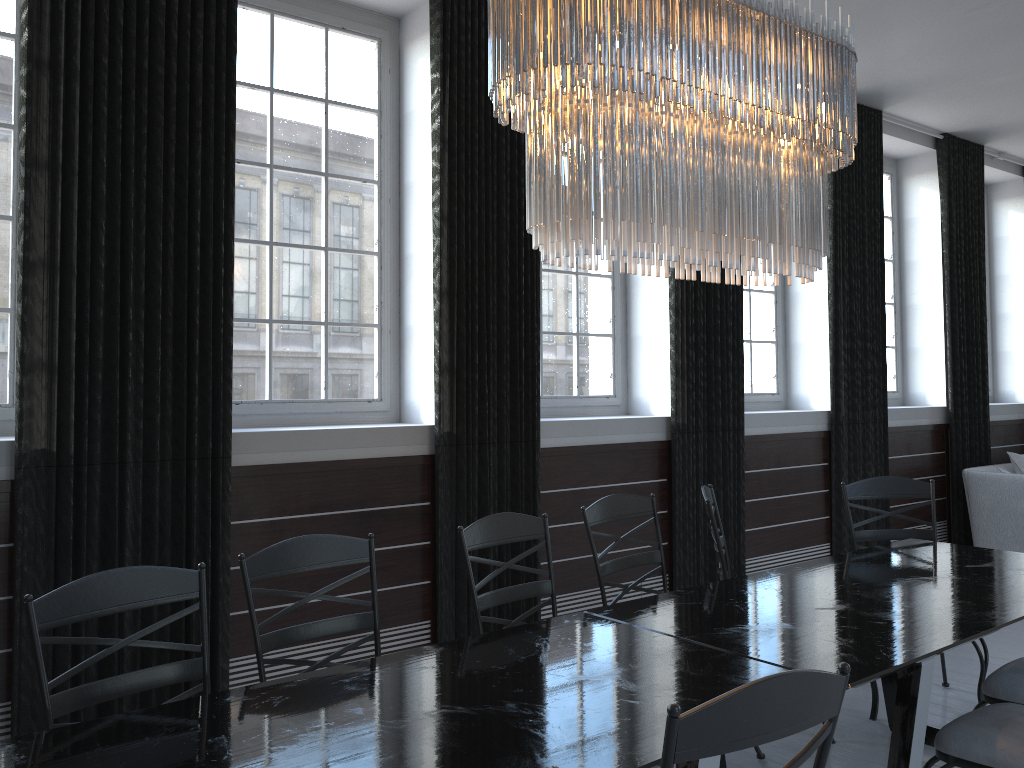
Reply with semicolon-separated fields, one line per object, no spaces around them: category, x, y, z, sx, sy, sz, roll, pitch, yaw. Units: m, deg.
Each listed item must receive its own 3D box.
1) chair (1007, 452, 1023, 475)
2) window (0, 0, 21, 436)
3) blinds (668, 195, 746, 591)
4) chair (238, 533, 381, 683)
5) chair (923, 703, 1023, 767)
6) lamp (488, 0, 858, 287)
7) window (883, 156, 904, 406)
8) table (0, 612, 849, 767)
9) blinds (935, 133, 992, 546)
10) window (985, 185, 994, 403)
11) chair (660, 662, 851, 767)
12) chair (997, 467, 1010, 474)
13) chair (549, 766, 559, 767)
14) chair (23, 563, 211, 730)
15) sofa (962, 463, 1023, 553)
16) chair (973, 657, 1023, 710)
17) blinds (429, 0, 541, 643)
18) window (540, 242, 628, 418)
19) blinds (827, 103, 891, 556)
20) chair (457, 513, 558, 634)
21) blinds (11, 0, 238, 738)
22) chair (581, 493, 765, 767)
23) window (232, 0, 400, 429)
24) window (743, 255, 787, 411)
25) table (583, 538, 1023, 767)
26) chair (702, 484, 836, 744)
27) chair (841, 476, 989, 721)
chair;4.000;0.722;6.657;0.529;0.437;0.360;0;-2;-35
window;-2.180;-0.800;3.069;1.033;1.994;0.133;1;-3;-37
blinds;1.122;-0.255;5.060;0.623;3.319;0.087;1;-3;-37
chair;-0.429;0.919;2.369;0.496;0.966;0.503;1;-3;-35
chair;1.418;0.905;2.352;0.496;0.966;0.503;1;-3;-38
lamp;0.483;-1.113;2.437;1.272;1.628;0.440;1;-3;-38
window;2.717;-0.817;6.806;1.033;1.994;0.133;1;-3;-37
table;-0.291;1.038;1.714;1.995;0.698;0.890;0;-1;-39
blinds;3.556;-0.263;6.907;0.623;3.319;0.098;1;-3;-37
window;3.945;-0.821;7.739;1.033;1.994;0.133;1;-3;-37
chair;0.229;0.909;1.461;0.496;0.966;0.503;1;-3;-36
chair;3.600;0.804;6.288;0.234;0.395;0.467;-1;-1;15
chair;-0.234;0.911;1.159;0.496;0.966;0.502;0;-2;-20
chair;-0.753;0.919;1.930;0.496;0.966;0.503;1;-3;-41
sofa;4.482;0.992;6.783;2.656;0.772;0.919;0;-1;-37
chair;1.774;0.904;2.794;0.496;0.966;0.503;2;-3;-43
blinds;-0.095;-0.251;4.115;0.604;3.319;0.111;1;-3;-37
window;0.264;-0.808;4.935;1.033;1.994;0.133;1;-3;-37
blinds;2.343;-0.259;6.002;0.623;3.319;0.102;1;-3;-37
chair;0.132;0.912;2.798;0.490;0.957;0.503;2;-3;-44
blinds;-1.348;-0.246;3.159;0.739;3.319;0.111;1;-3;-37
chair;0.588;0.916;3.314;0.496;0.966;0.503;1;-3;-39
window;-0.957;-0.804;4.000;1.033;1.994;0.133;1;-3;-37
window;1.492;-0.813;5.871;1.033;1.994;0.133;1;-3;-37
table;1.273;1.033;2.961;1.995;0.698;0.890;0;-1;-39
chair;1.060;0.915;3.708;0.503;0.966;0.495;-1;-2;14
chair;1.736;0.910;3.867;0.496;0.966;0.502;-1;-2;10
